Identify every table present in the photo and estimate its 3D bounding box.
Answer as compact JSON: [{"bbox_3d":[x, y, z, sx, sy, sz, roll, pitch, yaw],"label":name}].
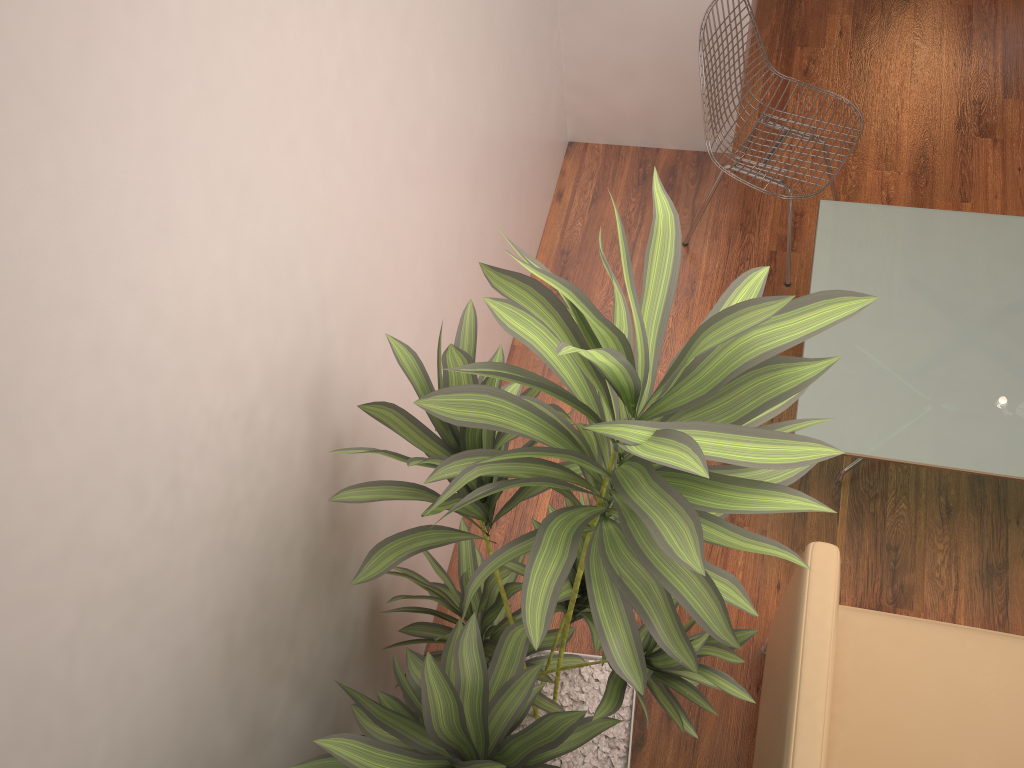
[{"bbox_3d":[1.836,0.059,2.739,1.867,0.583,0.905,8,62,13],"label":"table"}]

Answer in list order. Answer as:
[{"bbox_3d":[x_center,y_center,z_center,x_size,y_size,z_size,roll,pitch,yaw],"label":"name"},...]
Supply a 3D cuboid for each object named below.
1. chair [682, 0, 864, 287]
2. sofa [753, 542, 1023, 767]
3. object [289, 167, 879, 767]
[{"bbox_3d":[0.940,-0.898,3.197,0.554,0.937,0.529,27,66,22],"label":"chair"},{"bbox_3d":[1.515,1.049,2.075,1.798,0.872,0.846,8,61,12],"label":"sofa"},{"bbox_3d":[-0.016,0.557,1.818,0.959,2.190,1.046,20,64,19],"label":"object"}]
